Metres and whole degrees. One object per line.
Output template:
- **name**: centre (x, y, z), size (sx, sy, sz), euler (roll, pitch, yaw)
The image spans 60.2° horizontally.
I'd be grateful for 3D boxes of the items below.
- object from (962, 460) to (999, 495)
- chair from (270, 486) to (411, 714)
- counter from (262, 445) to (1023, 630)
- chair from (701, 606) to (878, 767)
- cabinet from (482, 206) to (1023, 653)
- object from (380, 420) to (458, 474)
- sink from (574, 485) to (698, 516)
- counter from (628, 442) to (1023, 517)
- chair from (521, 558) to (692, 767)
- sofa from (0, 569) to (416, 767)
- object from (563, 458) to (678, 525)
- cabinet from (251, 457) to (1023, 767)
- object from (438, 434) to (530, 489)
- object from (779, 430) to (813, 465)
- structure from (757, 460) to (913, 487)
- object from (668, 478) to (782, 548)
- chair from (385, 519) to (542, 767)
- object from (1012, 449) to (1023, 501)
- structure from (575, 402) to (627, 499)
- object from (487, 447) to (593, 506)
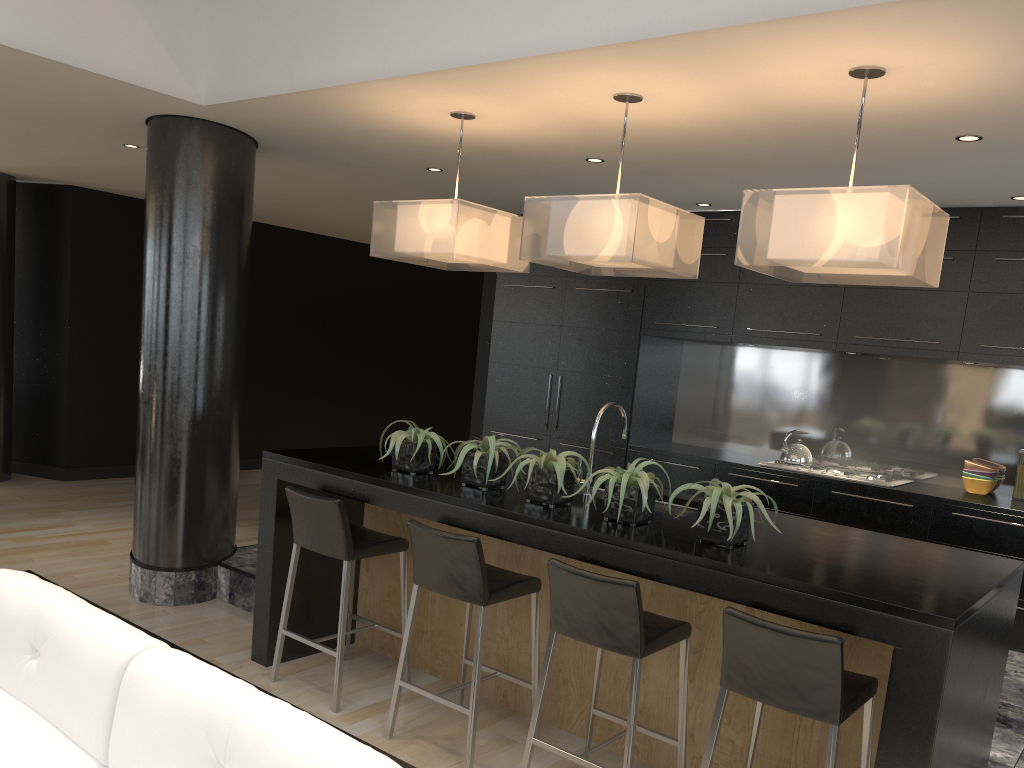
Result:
- **object**: centre (3.005, 0.605, 5.670), size (0.203, 0.207, 0.185), euler (10, 7, 39)
- **chair**: centre (-0.792, 0.969, 4.174), size (0.472, 0.974, 0.517), euler (11, 9, 38)
- **counter**: centre (0.364, 0.514, 3.825), size (3.090, 0.032, 1.178), euler (8, 3, 38)
- **chair**: centre (0.896, 1.193, 2.871), size (0.472, 0.974, 0.517), euler (11, 9, 38)
- **cabinet**: centre (2.240, 0.173, 5.952), size (5.682, 2.553, 0.726), euler (8, 8, 37)
- **object**: centre (-0.458, 0.283, 4.127), size (0.398, 0.242, 0.402), euler (3, 5, -27)
- **sink**: centre (0.469, 0.611, 4.053), size (0.915, 0.161, 0.460), euler (8, 4, 38)
- **counter**: centre (2.210, 0.628, 6.035), size (2.838, 0.034, 0.729), euler (8, 3, 37)
- **chair**: centre (0.370, 1.123, 3.278), size (0.472, 0.974, 0.517), euler (11, 9, 38)
- **sofa**: centre (-1.203, 1.098, 2.228), size (2.016, 0.812, 0.836), euler (8, 6, 37)
- **object**: centre (0.466, 0.409, 3.353), size (0.398, 0.242, 0.402), euler (3, 5, -27)
- **cabinet**: centre (0.313, 1.048, 3.900), size (3.090, 1.049, 1.177), euler (8, 5, 37)
- **object**: centre (-0.153, 0.325, 3.860), size (0.407, 0.242, 0.393), euler (3, 5, -27)
- **object**: centre (1.970, 0.429, 6.086), size (0.219, 0.232, 0.220), euler (9, 6, 30)
- **structure**: centre (2.200, 0.604, 6.017), size (0.893, 0.067, 0.519), euler (8, 3, 38)
- **object**: centre (0.803, 0.461, 3.166), size (0.407, 0.219, 0.393), euler (4, 4, -27)
- **chair**: centre (-0.177, 1.050, 3.700), size (0.472, 0.974, 0.517), euler (11, 9, 38)
- **object**: centre (3.318, 0.585, 5.453), size (0.362, 0.319, 0.113), euler (9, 8, 38)
- **structure**: centre (0.538, 0.594, 4.067), size (2.755, 1.029, 0.654), euler (8, 7, 37)
- **object**: centre (0.169, 0.381, 3.581), size (0.398, 0.219, 0.402), euler (3, 4, -27)
